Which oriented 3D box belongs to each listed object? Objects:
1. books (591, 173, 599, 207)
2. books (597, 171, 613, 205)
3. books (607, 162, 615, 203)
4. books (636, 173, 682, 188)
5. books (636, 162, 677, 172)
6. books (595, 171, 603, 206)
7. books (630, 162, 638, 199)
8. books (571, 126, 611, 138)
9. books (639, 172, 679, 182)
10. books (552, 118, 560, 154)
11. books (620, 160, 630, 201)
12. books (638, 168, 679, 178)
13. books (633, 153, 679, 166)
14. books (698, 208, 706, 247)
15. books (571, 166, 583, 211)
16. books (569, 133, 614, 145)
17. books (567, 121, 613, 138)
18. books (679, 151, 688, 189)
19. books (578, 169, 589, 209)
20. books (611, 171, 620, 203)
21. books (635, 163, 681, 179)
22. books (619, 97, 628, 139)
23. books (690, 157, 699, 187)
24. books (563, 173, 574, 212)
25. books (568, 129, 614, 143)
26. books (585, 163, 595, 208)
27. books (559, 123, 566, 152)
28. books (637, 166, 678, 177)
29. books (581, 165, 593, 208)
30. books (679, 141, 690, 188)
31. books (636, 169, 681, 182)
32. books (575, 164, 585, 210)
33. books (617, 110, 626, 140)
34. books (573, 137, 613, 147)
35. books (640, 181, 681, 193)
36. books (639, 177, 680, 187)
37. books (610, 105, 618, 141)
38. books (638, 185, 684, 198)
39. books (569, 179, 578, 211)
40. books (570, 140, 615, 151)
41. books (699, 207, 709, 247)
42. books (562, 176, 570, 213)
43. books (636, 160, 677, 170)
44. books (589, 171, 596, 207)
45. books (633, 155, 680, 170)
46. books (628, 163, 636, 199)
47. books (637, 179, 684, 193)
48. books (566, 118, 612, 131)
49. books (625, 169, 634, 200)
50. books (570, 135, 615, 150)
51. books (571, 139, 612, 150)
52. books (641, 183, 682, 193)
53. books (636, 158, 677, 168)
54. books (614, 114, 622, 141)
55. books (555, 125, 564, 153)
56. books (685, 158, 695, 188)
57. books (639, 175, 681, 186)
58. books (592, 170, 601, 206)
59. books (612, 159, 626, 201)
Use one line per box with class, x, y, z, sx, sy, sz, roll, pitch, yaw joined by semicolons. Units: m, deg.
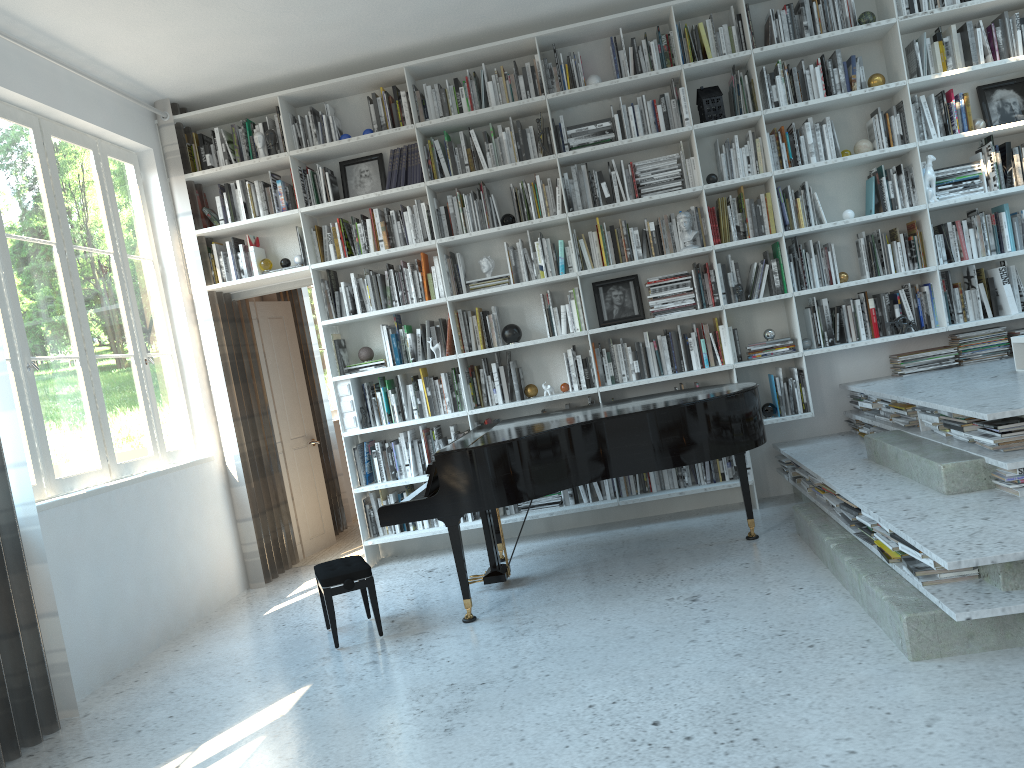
books;0.532;-1.217;5.667;0.014;0.233;0.147;-10;2;7
books;0.595;-1.230;5.650;0.066;0.237;0.153;-10;2;7
books;0.635;-1.262;5.656;0.022;0.285;0.130;-10;2;7
books;0.931;-1.288;5.620;0.285;0.012;0.159;-10;2;8
books;0.917;-1.359;5.608;0.254;0.012;0.160;-10;2;12
books;0.557;-1.225;5.661;0.011;0.239;0.147;-10;2;7
books;0.775;-1.267;5.616;0.013;0.247;0.176;-10;2;7
books;0.501;-1.589;5.646;0.254;0.025;0.160;-10;2;3
books;0.929;-1.300;5.619;0.254;0.012;0.160;-10;2;8
books;0.288;-1.557;5.682;0.012;0.254;0.160;-10;2;7
books;0.718;-1.268;5.628;0.021;0.269;0.191;-10;2;7
books;0.924;-1.323;5.614;0.254;0.012;0.160;-10;2;4
books;0.909;-1.409;5.613;0.285;0.012;0.159;-10;2;9
books;1.195;-0.976;5.610;0.014;0.261;0.137;-10;2;7
books;0.419;-1.229;5.675;0.026;0.297;0.179;-10;2;7
books;0.508;-1.547;5.652;0.285;0.012;0.159;-10;2;5
books;0.497;-1.613;5.649;0.285;0.024;0.159;-10;2;9
books;1.080;-1.326;5.583;0.012;0.254;0.160;-10;2;7
books;0.459;-1.220;5.663;0.025;0.266;0.185;-10;2;7
books;0.663;-1.232;5.648;0.024;0.217;0.147;-10;2;7
books;0.920;-1.348;5.618;0.285;0.012;0.159;-10;2;6
books;0.705;-1.646;5.598;0.011;0.284;0.190;-10;2;7
books;1.148;-1.314;5.594;0.030;0.205;0.158;-10;2;7
books;0.370;-1.205;5.684;0.026;0.267;0.170;-10;2;7
books;0.505;-1.564;5.644;0.285;0.024;0.159;-10;2;12
books;0.503;-1.246;5.666;0.011;0.300;0.179;-10;2;7
books;0.329;-1.546;5.671;0.013;0.218;0.141;-10;2;7
books;0.922;-1.336;5.616;0.254;0.012;0.160;-10;2;9
books;0.485;-1.240;5.677;0.029;0.295;0.151;-10;2;7
books;1.088;-1.360;5.596;0.012;0.319;0.139;-10;2;7
books;0.926;-1.311;5.614;0.285;0.012;0.159;-10;2;10
books;0.439;-1.242;5.690;0.014;0.313;0.133;-10;2;7
books;0.699;-1.615;5.642;0.024;0.223;0.128;-10;2;7
books;0.512;-1.523;5.651;0.254;0.012;0.160;-10;2;4
books;0.940;-1.240;5.622;0.254;0.012;0.160;-10;2;6
books;0.936;-1.264;5.619;0.254;0.012;0.160;-10;2;9
books;0.651;-1.621;5.622;0.012;0.254;0.160;-10;2;7
books;0.945;-1.216;5.623;0.285;0.012;0.159;-10;2;8
books;0.401;-1.192;5.697;0.027;0.228;0.147;-10;2;7
books;0.516;-1.499;5.652;0.285;0.012;0.159;-10;2;10
books;1.214;-0.982;5.615;0.023;0.265;0.107;-10;2;7
books;0.354;-1.196;5.697;0.012;0.254;0.160;-10;2;7
books;0.915;-1.373;5.614;0.254;0.012;0.160;-10;2;9
books;0.518;-1.224;5.668;0.011;0.252;0.152;-10;2;7
books;0.910;-1.397;5.606;0.285;0.012;0.159;-10;2;2
books;0.763;-1.264;5.630;0.015;0.245;0.183;-10;2;7
books;0.938;-1.252;5.617;0.285;0.012;0.159;-10;2;4
books;0.494;-1.637;5.653;0.285;0.024;0.159;-10;2;7
books;0.747;-1.247;5.641;0.024;0.216;0.132;-10;2;7
books;0.510;-1.535;5.650;0.285;0.012;0.159;-10;2;4
books;0.514;-1.511;5.647;0.254;0.012;0.160;-10;2;12
books;0.943;-1.228;5.624;0.254;0.012;0.160;-10;2;7
books;0.914;-1.385;5.618;0.254;0.012;0.160;-10;2;7
books;0.674;-1.592;5.617;0.025;0.187;0.193;-10;2;7
books;0.310;-1.533;5.661;0.027;0.201;0.167;-10;2;7
books;1.119;-1.305;5.593;0.030;0.198;0.171;-10;2;7
books;0.933;-1.276;5.618;0.254;0.012;0.160;-10;2;5
books;0.544;-1.228;5.661;0.014;0.250;0.172;-10;2;7
books;0.684;-1.274;5.646;0.049;0.291;0.162;-10;2;7
